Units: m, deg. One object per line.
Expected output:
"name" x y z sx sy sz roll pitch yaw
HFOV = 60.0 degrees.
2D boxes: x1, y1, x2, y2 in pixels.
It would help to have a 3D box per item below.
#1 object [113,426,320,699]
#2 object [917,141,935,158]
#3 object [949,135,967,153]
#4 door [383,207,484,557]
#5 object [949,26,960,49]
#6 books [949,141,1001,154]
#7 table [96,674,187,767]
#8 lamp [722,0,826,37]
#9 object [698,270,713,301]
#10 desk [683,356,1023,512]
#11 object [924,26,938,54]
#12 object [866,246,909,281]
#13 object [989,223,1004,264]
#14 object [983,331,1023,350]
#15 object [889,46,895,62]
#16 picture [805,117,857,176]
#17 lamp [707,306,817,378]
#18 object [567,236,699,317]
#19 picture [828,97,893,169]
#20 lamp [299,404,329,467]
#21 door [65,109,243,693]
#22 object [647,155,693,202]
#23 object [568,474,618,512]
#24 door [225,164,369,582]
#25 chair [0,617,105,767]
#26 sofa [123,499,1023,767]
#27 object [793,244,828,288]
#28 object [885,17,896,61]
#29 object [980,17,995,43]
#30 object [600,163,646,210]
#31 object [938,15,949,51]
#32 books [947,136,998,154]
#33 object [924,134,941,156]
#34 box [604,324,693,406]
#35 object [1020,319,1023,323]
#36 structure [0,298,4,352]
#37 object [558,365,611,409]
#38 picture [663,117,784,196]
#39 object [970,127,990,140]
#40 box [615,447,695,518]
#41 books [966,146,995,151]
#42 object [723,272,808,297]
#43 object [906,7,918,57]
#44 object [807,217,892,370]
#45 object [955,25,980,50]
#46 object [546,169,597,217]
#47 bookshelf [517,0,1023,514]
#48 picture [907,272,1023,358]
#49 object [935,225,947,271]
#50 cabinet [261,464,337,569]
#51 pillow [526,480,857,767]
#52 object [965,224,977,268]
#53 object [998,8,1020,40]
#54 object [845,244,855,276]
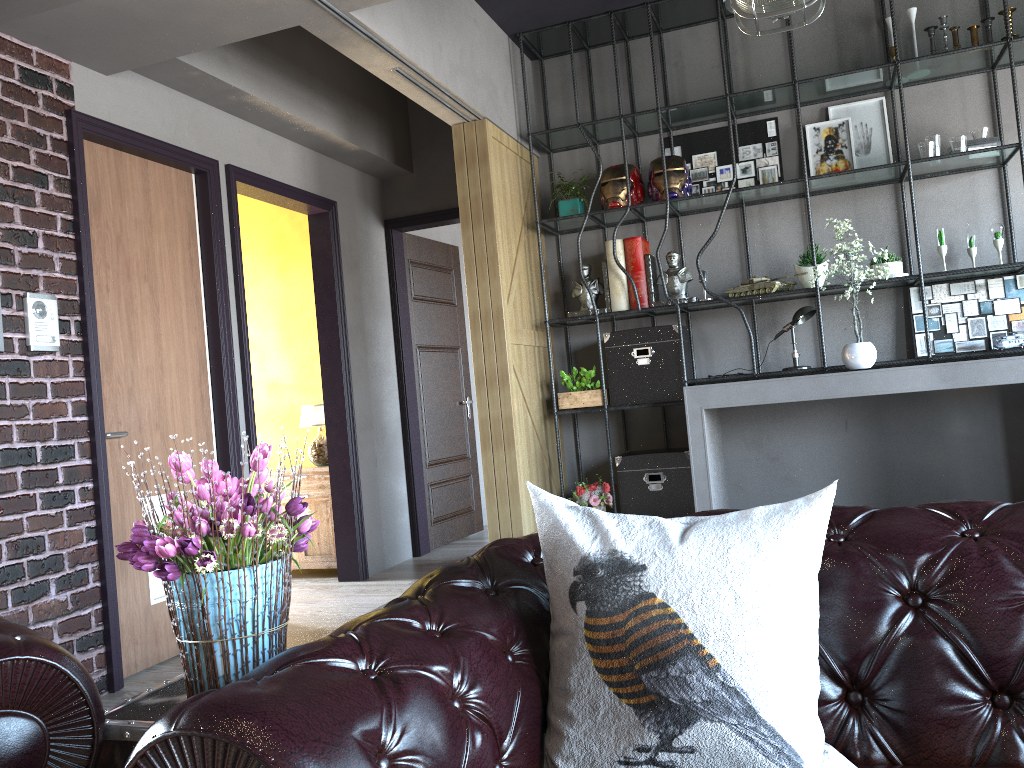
"object" -0.532 0.327 1.654 0.352 0.484 0.349 -4 -2 -40
"object" 2.358 -1.319 5.037 0.093 0.099 0.092 -4 -2 -33
"object" 2.511 -1.334 4.983 0.092 0.099 0.092 -5 -2 -23
"door" -0.147 -0.031 7.010 1.149 2.545 1.128 -6 -2 19
"object" 2.608 -1.978 5.203 0.080 0.226 0.080 -5 -2 -8
"books" 2.699 -1.366 5.182 0.243 0.024 0.175 -6 -1 15
"table" -0.475 0.862 1.632 0.417 0.609 0.405 -6 -2 19
"lamp" 1.164 -2.234 4.136 0.534 1.149 0.515 -5 -2 -3
"object" 1.188 -0.606 5.486 0.093 0.200 0.093 -6 -2 14
"desk" 2.155 0.354 5.091 2.128 0.886 0.845 -6 -2 19
"object" 2.447 -1.968 5.157 0.084 0.233 0.084 -3 -3 -44
"object" 2.193 -0.710 5.209 0.235 0.213 0.235 -4 -2 -26
"object" 2.729 -0.781 4.975 0.113 0.246 0.113 -7 -2 38
"object" 2.881 -0.255 5.028 0.351 0.111 0.379 -4 -2 -38
"object" 2.221 -1.895 5.157 0.135 0.129 0.135 -5 -2 -8
"picture" 1.979 -1.433 5.497 0.267 0.414 0.101 -6 -2 19
"lamp" 1.556 -0.254 5.503 0.739 0.371 0.205 -6 -2 44
"object" 0.769 -0.694 5.750 0.833 0.466 0.289 -6 -2 19
"picture" 2.154 -1.500 5.480 0.331 0.515 0.119 -6 -2 19
"lamp" -1.328 0.668 6.312 0.291 1.045 0.440 -5 -2 -7
"door" -1.751 0.062 4.348 0.219 2.541 1.002 -6 -2 19
"object" 1.001 -1.296 5.640 0.280 0.327 0.399 -5 -2 9
"object" 0.508 0.765 5.749 0.345 0.362 0.331 -6 -2 23
"door" -1.775 0.088 5.597 1.098 2.545 1.150 -6 -2 19
"chair" -1.567 0.839 1.399 1.493 0.845 1.243 -4 -2 -41
"sofa" 0.927 0.610 1.141 2.564 0.838 1.239 -6 -2 19
"object" 1.802 -0.719 5.327 0.137 0.305 0.193 -4 -2 -37
"object" 2.321 -2.031 5.390 0.128 0.390 0.128 -5 -2 -12
"object" 2.749 -1.997 5.103 0.084 0.233 0.084 -5 -2 0
"object" 0.701 -1.267 5.746 0.280 0.327 0.399 -6 -2 24
"object" 2.478 -1.978 5.069 0.100 0.243 0.100 -6 -2 28
"books" 2.686 -1.391 5.180 0.225 0.029 0.179 -5 -1 11
"object" 2.436 -1.352 5.120 0.087 0.155 0.087 -6 -2 32
"box" 0.887 -0.120 5.711 0.488 0.481 0.374 -6 -2 19
"object" 2.757 -0.255 4.659 0.137 0.190 0.009 -6 -2 22
"structure" -2.028 -0.191 3.335 0.068 0.370 0.279 -6 -2 19
"object" 0.453 0.016 5.698 0.304 0.265 0.180 -6 -2 19
"picture" 1.370 -1.431 5.789 0.749 0.503 0.058 -6 -2 19
"object" 2.717 -1.444 5.146 0.103 0.068 0.103 -6 -1 12
"box" 0.958 0.662 5.684 0.488 0.481 0.374 -6 -2 19
"books" 2.689 -1.341 5.184 0.166 0.024 0.227 -5 -1 -2
"object" 1.577 -0.627 5.469 0.207 0.170 0.576 -4 -2 -36
"object" 2.403 -2.041 5.286 0.128 0.390 0.128 -4 -2 -21
"object" 1.872 -0.508 4.833 0.398 0.852 0.420 -4 -2 -24
"object" 2.624 -1.946 5.027 0.189 0.152 0.189 -7 -2 42
"object" 0.384 -1.237 5.874 0.324 0.340 0.295 -4 -2 -24
"bookshelf" 2.367 -0.858 5.202 4.481 3.284 0.526 -6 -2 19
"picture" 2.734 -0.404 5.269 0.665 0.447 0.051 -6 -2 19
"object" 2.443 -0.768 5.036 0.113 0.275 0.113 -6 -2 23
"cabinet" -1.755 0.997 6.458 1.431 0.750 0.408 -6 -2 19
"pillow" 0.277 0.381 1.442 0.528 0.469 0.283 -6 -2 22
"object" 2.724 -0.803 5.254 0.113 0.302 0.113 -7 -2 38
"object" 2.793 -2.003 4.983 0.130 0.232 0.130 -5 -2 -3
"object" 2.074 -0.725 5.431 0.113 0.273 0.113 -5 -2 -14
